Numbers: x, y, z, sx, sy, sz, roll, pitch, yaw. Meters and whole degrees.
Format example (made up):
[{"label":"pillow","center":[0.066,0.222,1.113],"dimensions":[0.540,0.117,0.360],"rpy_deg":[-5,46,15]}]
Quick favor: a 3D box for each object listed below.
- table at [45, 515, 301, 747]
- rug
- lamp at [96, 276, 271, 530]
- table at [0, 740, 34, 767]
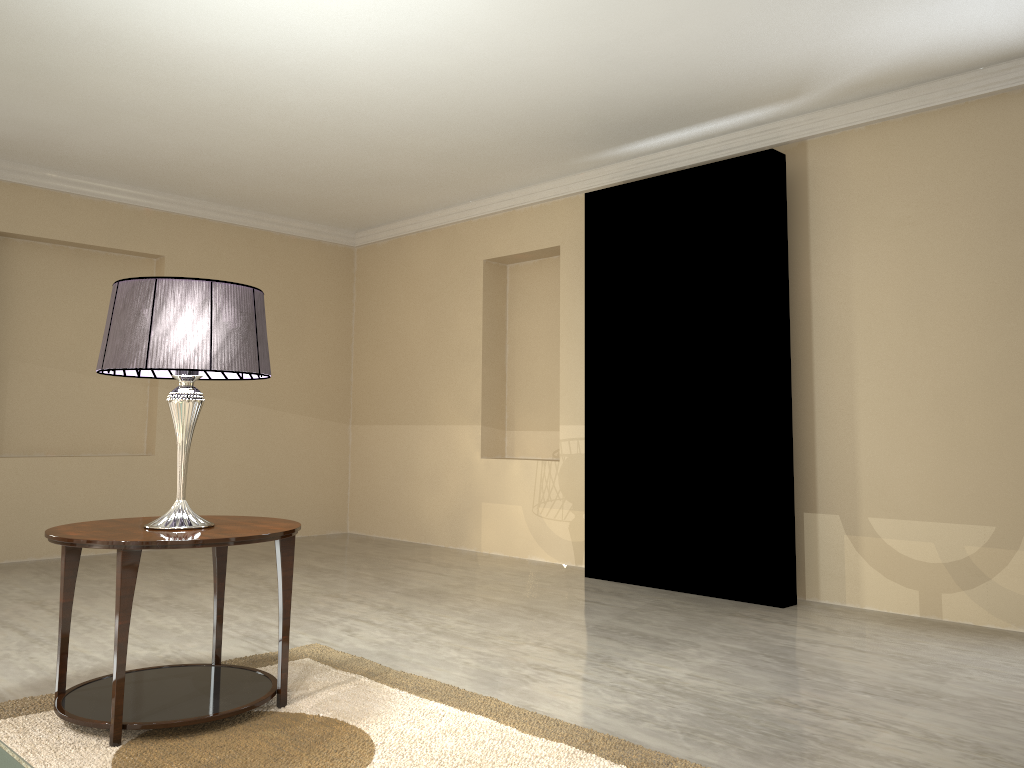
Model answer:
[{"label":"table","center":[-0.946,0.653,2.483],"dimensions":[0.673,0.501,0.672],"rpy_deg":[-3,-6,42]},{"label":"rug","center":[-0.595,0.841,1.219],"dimensions":[2.965,0.022,2.664],"rpy_deg":[-3,-4,45]},{"label":"lamp","center":[-0.941,0.062,2.547],"dimensions":[0.474,0.685,0.472],"rpy_deg":[-1,-6,20]},{"label":"table","center":[-1.063,0.684,0.866],"dimensions":[1.297,0.347,1.054],"rpy_deg":[-3,-5,45]}]
